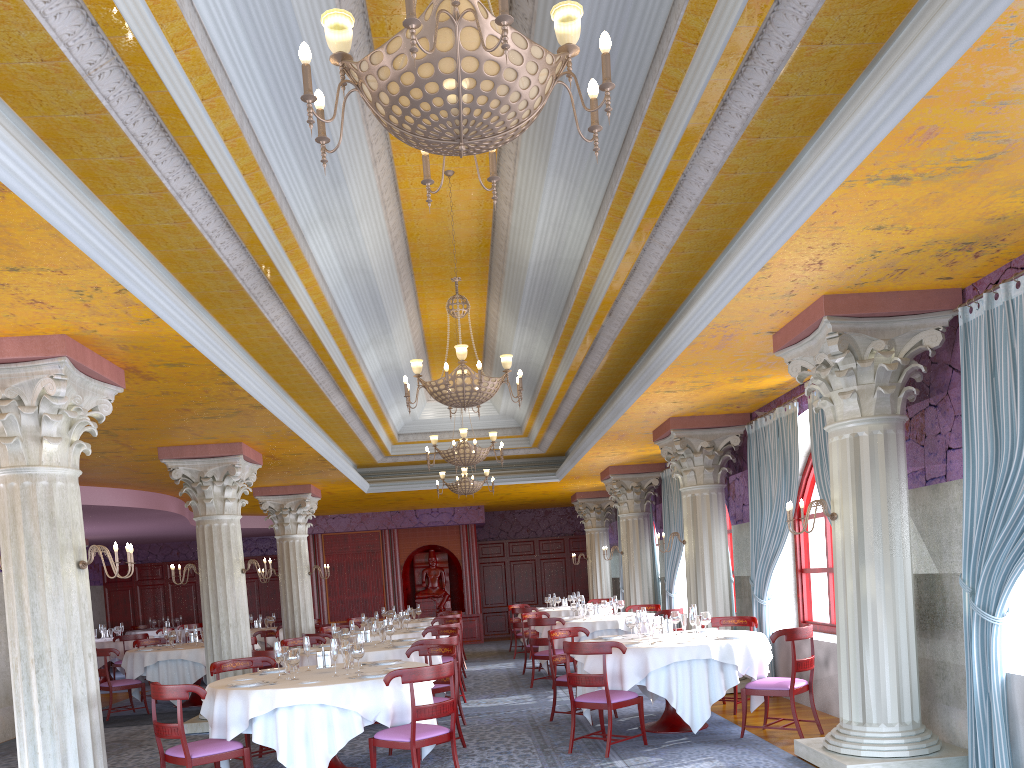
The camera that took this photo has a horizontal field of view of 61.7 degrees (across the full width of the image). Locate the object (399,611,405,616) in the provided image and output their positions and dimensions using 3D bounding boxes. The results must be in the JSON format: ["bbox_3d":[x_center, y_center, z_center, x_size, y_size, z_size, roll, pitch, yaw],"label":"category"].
[{"bbox_3d":[-2.236,4.699,17.449,0.143,0.212,0.072,-3,0,-23],"label":"object"}]

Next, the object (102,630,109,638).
[{"bbox_3d":[-8.749,5.352,18.416,0.143,0.212,0.072,-3,0,-23],"label":"object"}]

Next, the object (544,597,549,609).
[{"bbox_3d":[0.785,4.863,19.018,0.123,0.264,0.122,-4,0,10],"label":"object"}]

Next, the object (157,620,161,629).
[{"bbox_3d":[-9.487,6.467,23.030,0.085,0.238,0.086,-4,1,-23],"label":"object"}]

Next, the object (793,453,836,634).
[{"bbox_3d":[3.829,1.501,9.339,0.160,2.530,3.634,-4,-8,-4],"label":"object"}]

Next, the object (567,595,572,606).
[{"bbox_3d":[1.307,4.876,19.230,0.122,0.264,0.123,-4,0,-12],"label":"object"}]

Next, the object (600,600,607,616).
[{"bbox_3d":[1.557,3.785,14.455,0.122,0.264,0.123,-4,0,-12],"label":"object"}]

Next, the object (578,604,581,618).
[{"bbox_3d":[1.126,3.796,14.318,0.086,0.238,0.085,-4,1,-1],"label":"object"}]

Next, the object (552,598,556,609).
[{"bbox_3d":[0.925,4.770,18.586,0.085,0.238,0.086,-4,1,-23],"label":"object"}]

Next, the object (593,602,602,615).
[{"bbox_3d":[1.409,3.717,14.172,0.143,0.212,0.072,-3,0,-23],"label":"object"}]

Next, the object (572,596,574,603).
[{"bbox_3d":[1.382,4.864,19.140,0.086,0.238,0.085,-4,1,22],"label":"object"}]

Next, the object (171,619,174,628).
[{"bbox_3d":[-8.932,6.326,22.571,0.085,0.238,0.086,-4,1,-23],"label":"object"}]

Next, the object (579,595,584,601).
[{"bbox_3d":[1.520,4.744,18.707,0.123,0.264,0.122,-4,0,10],"label":"object"}]

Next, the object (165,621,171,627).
[{"bbox_3d":[-9.204,6.388,22.885,0.143,0.212,0.072,-3,0,-23],"label":"object"}]

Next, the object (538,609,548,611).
[{"bbox_3d":[0.652,4.829,18.298,0.312,0.024,0.320,-3,-13,-3],"label":"object"}]

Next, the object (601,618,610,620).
[{"bbox_3d":[1.455,3.690,13.437,0.161,0.009,0.159,-13,-16,36],"label":"object"}]

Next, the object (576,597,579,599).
[{"bbox_3d":[1.431,4.746,18.634,0.085,0.238,0.086,-4,1,-23],"label":"object"}]

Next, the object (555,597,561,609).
[{"bbox_3d":[0.999,4.731,18.495,0.121,0.264,0.123,-4,0,-35],"label":"object"}]

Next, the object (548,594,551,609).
[{"bbox_3d":[0.821,4.745,18.664,0.074,0.336,0.073,-3,2,33],"label":"object"}]

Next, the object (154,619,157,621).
[{"bbox_3d":[-9.578,6.443,22.955,0.123,0.264,0.121,-4,0,33],"label":"object"}]

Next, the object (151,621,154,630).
[{"bbox_3d":[-9.438,6.349,22.524,0.085,0.238,0.086,-4,1,-23],"label":"object"}]

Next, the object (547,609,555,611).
[{"bbox_3d":[0.831,4.793,18.184,0.257,0.019,0.056,8,-16,-43],"label":"object"}]

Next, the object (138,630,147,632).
[{"bbox_3d":[-9.532,6.373,22.121,0.257,0.019,0.056,8,-16,-43],"label":"object"}]

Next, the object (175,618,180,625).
[{"bbox_3d":[-8.843,6.324,22.645,0.123,0.264,0.122,-4,0,10],"label":"object"}]

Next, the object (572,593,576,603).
[{"bbox_3d":[1.348,4.680,18.531,0.074,0.336,0.073,-3,2,33],"label":"object"}]

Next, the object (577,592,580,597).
[{"bbox_3d":[1.480,4.790,19.058,0.074,0.336,0.073,-3,2,33],"label":"object"}]

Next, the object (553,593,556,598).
[{"bbox_3d":[0.953,4.855,19.192,0.074,0.336,0.073,-3,2,33],"label":"object"}]

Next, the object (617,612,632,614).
[{"bbox_3d":[1.920,3.926,14.663,0.312,0.024,0.320,-3,-13,-3],"label":"object"}]

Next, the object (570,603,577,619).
[{"bbox_3d":[1.035,3.772,14.243,0.123,0.264,0.122,-4,0,10],"label":"object"}]

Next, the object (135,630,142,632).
[{"bbox_3d":[-9.711,6.408,22.235,0.312,0.024,0.321,2,-14,-23],"label":"object"}]

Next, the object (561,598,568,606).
[{"bbox_3d":[1.159,4.808,18.947,0.143,0.212,0.072,-3,0,-23],"label":"object"}]

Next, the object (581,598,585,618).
[{"bbox_3d":[1.203,3.765,14.416,0.073,0.336,0.074,-5,2,-35],"label":"object"}]

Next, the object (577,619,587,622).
[{"bbox_3d":[1.081,3.703,13.408,0.257,0.019,0.056,8,-16,-43],"label":"object"}]

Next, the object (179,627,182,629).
[{"bbox_3d":[-8.631,6.349,22.294,0.312,0.024,0.321,2,-14,-23],"label":"object"}]

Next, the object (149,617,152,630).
[{"bbox_3d":[-9.542,6.325,22.602,0.074,0.336,0.073,-4,2,-12],"label":"object"}]

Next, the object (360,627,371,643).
[{"bbox_3d":[-1.902,3.245,11.084,0.143,0.212,0.072,-3,0,-23],"label":"object"}]

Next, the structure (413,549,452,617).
[{"bbox_3d":[-2.161,5.326,22.963,0.964,1.851,0.641,-4,1,-3],"label":"structure"}]

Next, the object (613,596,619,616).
[{"bbox_3d":[1.730,3.699,14.283,0.074,0.336,0.073,-4,2,-12],"label":"object"}]

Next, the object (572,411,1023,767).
[{"bbox_3d":[3.048,2.261,11.366,2.090,3.559,29.795,-4,-12,-4],"label":"object"}]

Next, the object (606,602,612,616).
[{"bbox_3d":[1.632,3.773,14.365,0.086,0.238,0.085,-4,1,22],"label":"object"}]

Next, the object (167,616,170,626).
[{"bbox_3d":[-9.015,6.260,22.468,0.074,0.336,0.073,-4,2,-12],"label":"object"}]

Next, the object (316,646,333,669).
[{"bbox_3d":[-1.735,2.513,7.880,0.143,0.212,0.072,-3,0,-23],"label":"object"}]

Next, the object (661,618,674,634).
[{"bbox_3d":[1.668,2.587,9.223,0.143,0.212,0.072,-3,0,-23],"label":"object"}]

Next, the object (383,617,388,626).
[{"bbox_3d":[-2.062,3.942,14.138,0.143,0.212,0.072,-3,0,-23],"label":"object"}]

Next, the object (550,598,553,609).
[{"bbox_3d":[0.876,4.887,19.093,0.085,0.238,0.086,-4,1,-23],"label":"object"}]

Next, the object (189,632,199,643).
[{"bbox_3d":[-5.184,4.110,13.953,0.143,0.212,0.072,-3,0,-23],"label":"object"}]

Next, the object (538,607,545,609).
[{"bbox_3d":[0.590,5.076,19.379,0.312,0.024,0.320,-3,-13,-3],"label":"object"}]

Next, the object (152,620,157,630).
[{"bbox_3d":[-9.364,6.311,22.432,0.123,0.264,0.121,-4,0,33],"label":"object"}]

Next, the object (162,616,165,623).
[{"bbox_3d":[-9.410,6.435,23.129,0.074,0.336,0.073,-4,2,-12],"label":"object"}]

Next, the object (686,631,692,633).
[{"bbox_3d":[2.031,2.838,9.805,0.022,0.003,0.254,-14,-16,39],"label":"object"}]

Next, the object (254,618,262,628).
[{"bbox_3d":[-7.893,5.039,19.461,5.726,1.195,0.349,-10,-1,25],"label":"object"}]

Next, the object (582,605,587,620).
[{"bbox_3d":[1.175,3.679,13.811,0.086,0.238,0.085,-4,1,22],"label":"object"}]

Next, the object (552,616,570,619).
[{"bbox_3d":[0.840,3.985,14.604,0.312,0.024,0.321,4,-15,-32],"label":"object"}]
